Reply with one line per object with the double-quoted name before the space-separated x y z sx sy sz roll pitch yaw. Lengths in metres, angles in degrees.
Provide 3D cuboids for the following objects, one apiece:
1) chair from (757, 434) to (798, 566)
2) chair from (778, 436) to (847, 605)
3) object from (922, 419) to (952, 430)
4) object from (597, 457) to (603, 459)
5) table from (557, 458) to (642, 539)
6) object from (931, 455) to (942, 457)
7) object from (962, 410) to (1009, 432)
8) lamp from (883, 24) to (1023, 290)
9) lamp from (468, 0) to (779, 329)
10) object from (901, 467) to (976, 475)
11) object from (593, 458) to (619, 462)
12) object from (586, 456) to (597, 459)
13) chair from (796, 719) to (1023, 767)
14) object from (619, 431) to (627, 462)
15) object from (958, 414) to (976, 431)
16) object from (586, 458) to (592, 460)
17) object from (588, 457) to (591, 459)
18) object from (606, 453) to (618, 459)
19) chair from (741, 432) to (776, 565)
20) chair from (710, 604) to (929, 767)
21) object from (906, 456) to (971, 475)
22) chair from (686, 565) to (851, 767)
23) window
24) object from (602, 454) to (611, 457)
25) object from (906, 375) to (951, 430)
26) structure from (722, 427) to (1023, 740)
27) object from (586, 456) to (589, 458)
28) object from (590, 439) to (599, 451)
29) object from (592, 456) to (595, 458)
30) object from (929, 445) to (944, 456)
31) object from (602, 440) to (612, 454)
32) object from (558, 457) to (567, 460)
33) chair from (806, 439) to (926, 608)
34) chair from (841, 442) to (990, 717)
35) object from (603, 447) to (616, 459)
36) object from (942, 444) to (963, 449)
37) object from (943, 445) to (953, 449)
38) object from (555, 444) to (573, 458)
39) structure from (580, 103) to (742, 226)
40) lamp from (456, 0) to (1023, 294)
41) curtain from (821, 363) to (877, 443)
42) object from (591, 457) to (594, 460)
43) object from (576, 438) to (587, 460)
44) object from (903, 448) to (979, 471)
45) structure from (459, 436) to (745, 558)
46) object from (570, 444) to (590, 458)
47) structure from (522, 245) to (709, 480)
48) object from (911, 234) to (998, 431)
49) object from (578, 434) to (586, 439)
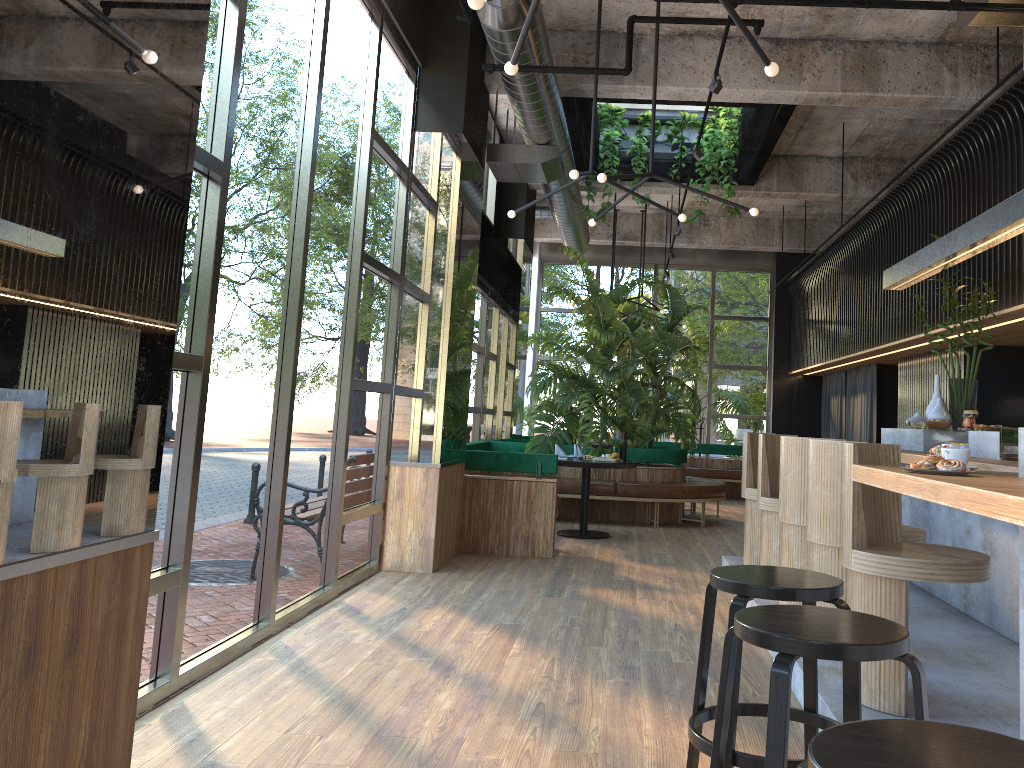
"chair" 1.872 0.825 5.786 0.563 0.977 0.527 5 -6 -20
"chair" 1.791 0.796 5.040 0.526 0.977 0.564 0 -6 29
"object" 2.903 0.276 6.069 0.188 0.073 0.231 2 -3 25
"object" 0.907 0.740 8.944 0.101 0.013 0.222 2 -2 11
"table" 0.733 1.135 8.898 1.139 0.756 1.053 5 -4 -26
"object" 2.342 0.392 4.820 0.163 0.005 0.170 2 -2 17
"object" 2.848 0.221 5.451 0.207 0.135 0.810 2 -2 14
"lamp" 3.947 -1.900 4.015 4.984 2.147 6.693 3 -2 0
"lamp" 2.284 -2.093 5.078 5.056 1.835 18.897 3 -2 7
"object" 1.273 0.261 2.654 0.196 0.013 0.214 1 -3 41
"object" 0.963 0.759 8.943 0.234 0.019 0.358 2 -2 16
"object" 0.829 0.753 9.090 0.096 0.028 0.130 2 -2 20
"chair" 0.609 0.891 1.214 0.520 0.702 0.505 4 -5 -6
"object" 1.106 0.622 8.816 0.066 0.301 0.070 1 -7 21
"object" 2.916 0.247 5.701 0.160 0.107 0.086 6 -5 -39
"object" 0.771 0.752 8.897 0.062 0.013 0.147 3 -2 2
"object" 0.781 0.753 9.000 0.032 0.019 0.038 2 -3 18
"object" 1.012 0.720 8.941 0.098 0.065 0.163 4 -3 -23
"chair" 1.978 0.858 6.589 0.535 0.977 0.555 2 -6 15
"chair" 0.727 0.927 2.116 0.519 0.702 0.506 4 -5 -4
"object" 1.277 0.242 2.649 0.160 0.053 0.155 5 -3 -40
"chair" 0.811 0.954 2.759 0.515 0.702 0.510 3 -5 1
"window" 0.927 -1.888 4.860 4.116 6.538 20.355 3 -2 8
"object" 0.996 0.736 9.043 0.192 0.038 0.063 1 -4 39
"object" 3.011 0.128 6.325 0.329 0.400 0.304 7 -6 -36
"structure" 4.157 0.627 3.554 5.813 1.742 7.122 3 -2 5
"object" 0.780 0.754 9.119 0.024 0.025 0.047 1 -4 24
"object" 0.855 0.673 9.231 0.103 0.202 0.100 4 -6 -6
"object" 0.826 0.749 9.027 0.032 0.033 0.037 3 -4 3
"object" 2.305 0.360 4.814 0.061 0.059 0.073 3 -4 -4
"object" 0.979 0.677 9.183 0.103 0.202 0.100 4 -6 -6
"object" 0.462 0.728 8.738 0.254 0.019 0.157 3 -2 4
"chair" 1.682 0.763 4.231 0.569 0.977 0.521 7 -7 -35
"chair" 1.569 0.731 3.467 0.570 0.977 0.520 8 -7 -38
"object" 0.974 0.685 8.856 0.142 0.125 0.097 4 -5 -14
"object" 2.495 0.370 5.005 0.135 0.064 0.108 4 -3 -16
"object" 2.359 0.363 4.826 0.072 0.060 0.126 5 -3 -25
"object" 0.510 0.684 9.000 0.237 0.140 0.227 4 -3 -11
"structure" 1.871 -2.503 10.179 2.079 1.528 1.463 1 -5 34
"lamp" 1.855 -2.127 9.404 3.774 1.542 10.011 3 -2 4
"curtain" 4.712 0.792 12.570 0.121 2.073 3.273 3 -3 8
"object" 0.813 0.746 8.936 0.032 0.031 0.040 1 -4 30
"object" 0.680 0.643 8.728 0.100 0.211 0.109 -2 -7 40
"object" 1.334 0.239 2.790 0.174 0.073 0.433 1 -3 41
"structure" 1.885 0.642 4.529 5.995 1.559 20.107 3 -2 7
"object" 0.723 0.705 9.314 0.237 0.140 0.227 4 -3 -11
"structure" 1.276 -0.048 11.367 2.469 3.463 2.609 4 -5 -10
"object" 3.200 -0.292 6.349 0.641 1.562 0.608 -2 -8 44
"object" 0.695 0.631 8.898 0.094 0.247 0.090 5 -6 -12
